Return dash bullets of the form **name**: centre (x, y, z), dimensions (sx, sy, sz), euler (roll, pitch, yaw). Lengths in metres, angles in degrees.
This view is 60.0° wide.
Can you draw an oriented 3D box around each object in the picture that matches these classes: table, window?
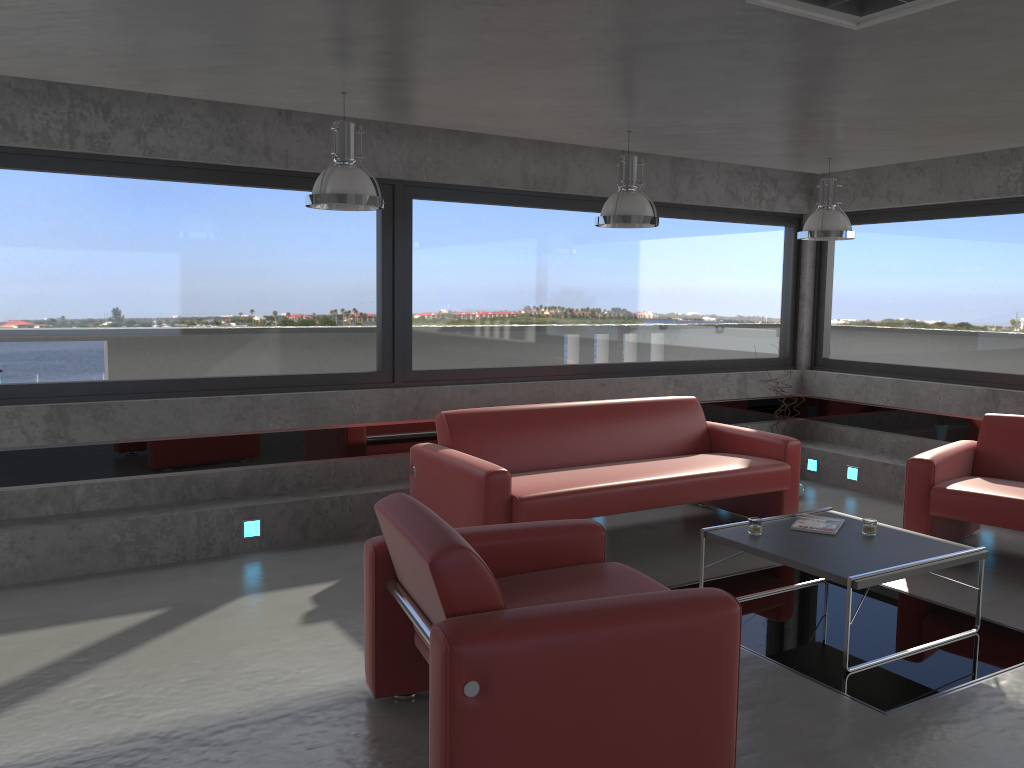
- **table**: centre (1.679, 1.006, 4.582), dimensions (1.018, 0.436, 0.994), euler (-3, 7, -31)
- **window**: centre (-0.658, -0.746, 6.610), dimensions (7.800, 1.364, 0.003), euler (-3, 7, -31)
- **window**: centre (4.191, -0.682, 6.643), dimensions (0.003, 1.364, 4.583), euler (-3, 7, -31)

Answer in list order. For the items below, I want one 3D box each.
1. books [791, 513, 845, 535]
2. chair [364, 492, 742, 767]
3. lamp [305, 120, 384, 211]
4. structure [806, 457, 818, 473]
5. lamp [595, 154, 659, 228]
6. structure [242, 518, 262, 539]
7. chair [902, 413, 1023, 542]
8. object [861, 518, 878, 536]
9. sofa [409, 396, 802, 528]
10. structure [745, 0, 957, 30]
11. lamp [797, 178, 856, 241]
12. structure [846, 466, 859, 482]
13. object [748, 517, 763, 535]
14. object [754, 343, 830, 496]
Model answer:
- **books**: centre (1.674, 0.762, 4.843), dimensions (0.228, 0.022, 0.326), euler (4, 7, 29)
- **chair**: centre (0.116, 0.863, 3.316), dimensions (1.130, 0.854, 1.196), euler (-1, 6, -21)
- **lamp**: centre (-0.841, -1.100, 4.449), dimensions (0.388, 0.422, 0.389), euler (-3, 7, -31)
- **structure**: centre (2.729, 0.737, 8.061), dimensions (0.004, 0.123, 0.123), euler (-3, 7, -31)
- **lamp**: centre (0.700, -1.172, 5.376), dimensions (0.388, 0.422, 0.389), euler (-3, 7, -31)
- **structure**: centre (-1.651, 0.920, 5.637), dimensions (0.123, 0.123, 0.004), euler (-3, 7, -31)
- **chair**: centre (3.253, 0.676, 5.606), dimensions (1.196, 0.854, 1.130), euler (6, 8, 44)
- **object**: centre (1.886, 0.754, 4.677), dimensions (0.079, 0.077, 0.079), euler (-2, 6, -23)
- **sofa**: centre (0.710, 0.594, 6.069), dimensions (2.626, 0.854, 1.120), euler (-3, 7, -31)
- **structure**: centre (1.165, -1.377, 2.851), dimensions (0.563, 0.240, 0.563), euler (-3, 7, -31)
- **lamp**: centre (2.242, -1.244, 6.302), dimensions (0.389, 0.422, 0.388), euler (-4, 8, -42)
- **structure**: centre (2.953, 0.777, 7.692), dimensions (0.004, 0.123, 0.123), euler (-3, 7, -31)
- **object**: centre (1.278, 0.748, 4.659), dimensions (0.079, 0.077, 0.079), euler (6, 8, 42)
- **object**: centre (2.287, 0.293, 7.472), dimensions (0.466, 1.289, 0.531), euler (-1, 6, -18)
